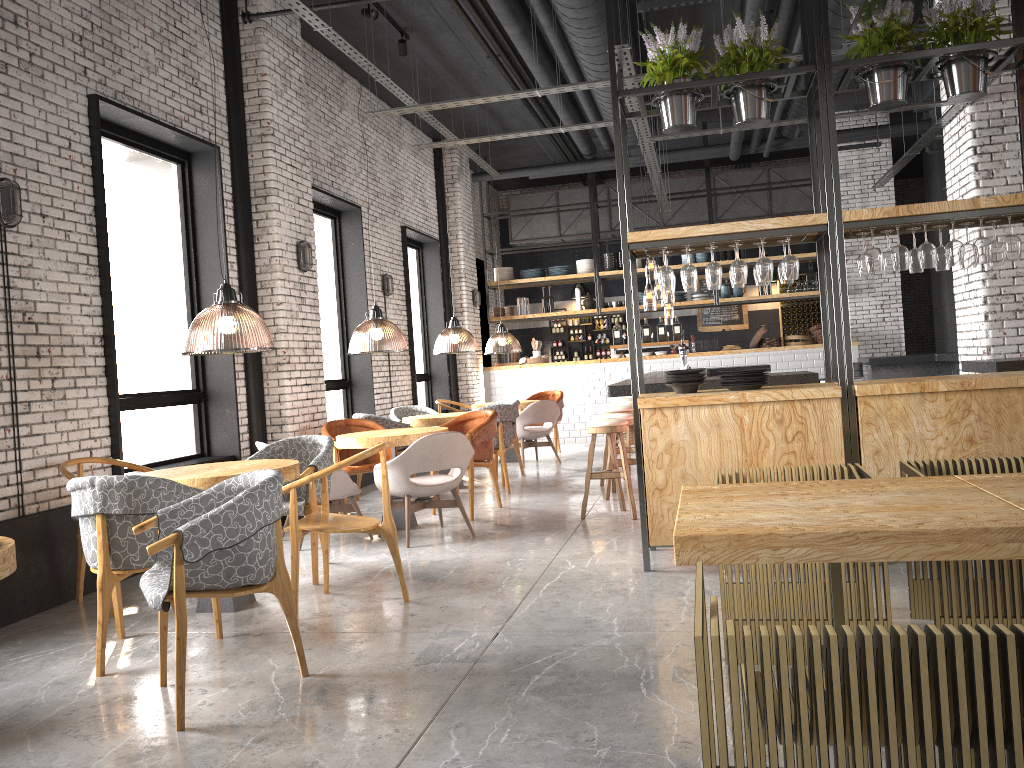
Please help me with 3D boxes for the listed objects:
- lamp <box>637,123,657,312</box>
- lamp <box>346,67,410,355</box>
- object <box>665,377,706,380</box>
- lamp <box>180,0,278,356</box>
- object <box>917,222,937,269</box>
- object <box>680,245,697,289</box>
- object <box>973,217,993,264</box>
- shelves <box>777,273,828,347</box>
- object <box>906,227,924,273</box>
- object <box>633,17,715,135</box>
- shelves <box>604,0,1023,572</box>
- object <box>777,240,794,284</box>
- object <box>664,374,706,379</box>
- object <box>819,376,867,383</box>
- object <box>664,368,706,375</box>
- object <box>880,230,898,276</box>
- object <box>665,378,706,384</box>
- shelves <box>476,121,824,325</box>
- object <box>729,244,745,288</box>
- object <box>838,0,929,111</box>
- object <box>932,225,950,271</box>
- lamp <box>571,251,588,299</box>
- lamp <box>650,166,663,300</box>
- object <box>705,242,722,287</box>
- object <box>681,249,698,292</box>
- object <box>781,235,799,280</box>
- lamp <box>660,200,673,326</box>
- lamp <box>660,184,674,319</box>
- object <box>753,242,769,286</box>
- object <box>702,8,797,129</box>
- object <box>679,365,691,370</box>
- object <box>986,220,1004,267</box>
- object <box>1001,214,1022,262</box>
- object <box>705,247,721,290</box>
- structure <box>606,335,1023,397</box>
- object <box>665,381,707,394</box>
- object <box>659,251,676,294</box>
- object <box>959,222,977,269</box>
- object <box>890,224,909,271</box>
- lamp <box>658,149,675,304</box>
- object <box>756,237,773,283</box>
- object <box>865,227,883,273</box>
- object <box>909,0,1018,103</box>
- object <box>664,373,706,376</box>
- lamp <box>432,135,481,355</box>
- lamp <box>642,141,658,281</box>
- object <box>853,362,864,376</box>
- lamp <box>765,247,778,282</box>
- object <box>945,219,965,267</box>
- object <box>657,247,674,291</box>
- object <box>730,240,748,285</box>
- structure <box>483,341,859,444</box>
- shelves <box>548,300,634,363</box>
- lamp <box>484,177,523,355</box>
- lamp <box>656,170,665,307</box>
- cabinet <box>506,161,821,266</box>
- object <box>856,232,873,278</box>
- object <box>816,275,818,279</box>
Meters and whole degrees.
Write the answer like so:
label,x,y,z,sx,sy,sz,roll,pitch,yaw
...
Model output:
label,x,y,z,sx,sy,sz,roll,pitch,yaw
lamp,1.086,-1.397,7.301,0.108,1.599,0.108,-4,0,44
lamp,-1.205,-1.461,7.441,0.537,2.406,0.536,-4,0,-36
object,1.082,-0.006,5.519,0.257,0.075,0.257,-3,1,38
lamp,-1.713,-1.382,5.128,0.537,2.406,0.536,-4,0,-36
object,2.375,-0.797,5.080,0.101,0.267,0.101,-4,0,26
object,1.068,-0.713,5.369,0.101,0.267,0.101,-4,0,-24
object,2.662,-0.816,5.017,0.101,0.267,0.101,-4,0,26
shelves,5.622,-1.030,17.003,0.889,2.148,0.251,-4,0,12
object,2.436,-0.807,5.360,0.101,0.267,0.101,-4,0,26
object,1.020,-1.858,5.512,0.416,0.559,0.467,-4,0,-37
shelves,2.459,-1.498,5.188,3.658,5.019,0.690,-4,0,12
object,1.703,-0.759,5.521,0.101,0.267,0.101,-4,0,43
object,1.081,-0.024,5.517,0.257,0.072,0.257,-4,1,-15
object,2.453,0.472,6.545,0.398,1.035,0.399,-4,0,-42
object,1.080,-0.054,5.518,0.257,0.076,0.257,-5,1,-40
object,2.292,-0.797,5.391,0.101,0.267,0.101,-4,0,26
object,1.082,0.001,5.518,0.257,0.075,0.257,-4,1,12
shelves,2.320,-2.742,14.695,5.675,3.067,0.597,-4,0,12
object,1.416,-0.741,5.585,0.101,0.267,0.101,-4,0,-24
object,2.227,-1.937,5.297,0.416,0.559,0.467,-4,0,-39
object,2.580,-0.816,5.328,0.101,0.267,0.101,-4,0,26
lamp,1.337,-2.206,17.854,0.390,0.937,0.390,-4,0,15
lamp,1.445,-1.653,8.997,0.108,1.599,0.108,-4,0,44
object,1.211,-0.722,5.337,0.101,0.267,0.101,-4,0,-24
object,1.129,-0.722,5.648,0.101,0.267,0.101,-4,0,-24
object,1.642,-0.750,5.242,0.101,0.267,0.101,-4,0,43
lamp,1.875,-1.519,10.892,0.108,1.599,0.108,-4,0,44
lamp,1.664,-1.511,9.666,0.108,1.599,0.108,-4,0,-6
object,1.560,-0.750,5.553,0.101,0.267,0.101,-4,0,-24
object,1.469,-1.889,5.497,0.467,0.559,0.416,-4,0,-11
object,1.957,-0.175,10.075,0.091,0.091,0.177,-4,1,-13
object,2.867,-0.835,5.265,0.101,0.267,0.101,-4,0,26
object,2.806,-0.825,4.985,0.101,0.267,0.101,-4,0,26
object,1.273,-0.731,5.616,0.101,0.267,0.101,-4,0,-24
structure,3.462,0.130,9.186,4.309,1.533,5.879,-4,1,12
object,1.084,0.025,5.518,0.257,0.067,0.257,-4,1,5
object,0.994,-0.713,5.678,0.101,0.267,0.101,-4,0,-24
object,2.723,-0.825,5.296,0.101,0.267,0.101,-4,0,26
object,2.231,-0.788,5.112,0.101,0.267,0.101,-4,0,26
lamp,1.435,-1.490,8.365,0.108,1.461,0.108,-4,0,-16
object,1.498,-0.740,5.274,0.101,0.267,0.101,-4,0,-24
object,2.096,-0.779,5.142,0.101,0.267,0.101,-4,0,26
object,2.657,-1.966,5.232,0.467,0.559,0.416,-4,0,-20
object,1.081,-0.028,5.518,0.257,0.072,0.257,-4,1,12
lamp,-0.696,-1.539,9.755,0.537,2.406,0.536,-4,0,-36
lamp,1.181,-1.712,7.828,0.108,1.599,0.108,-4,0,44
object,4.370,0.247,11.468,0.398,1.035,0.399,-4,0,-42
lamp,4.882,-2.436,17.037,0.390,0.937,0.390,-4,0,15
object,2.518,-0.807,5.049,0.101,0.267,0.101,-4,0,26
object,0.933,-0.704,5.398,0.101,0.267,0.101,-4,0,-24
object,1.355,-0.731,5.305,0.101,0.267,0.101,-4,0,-24
structure,2.552,0.193,14.609,5.798,1.346,1.511,-4,1,12
shelves,1.654,-0.879,17.925,1.760,1.482,0.157,-4,0,12
lamp,-0.199,-1.615,12.018,0.537,2.406,0.536,-4,0,-36
lamp,1.735,-1.698,10.317,0.108,1.599,0.108,-4,0,44
cabinet,2.880,-2.986,16.912,5.861,1.768,0.682,-4,0,12
object,2.158,-0.789,5.421,0.101,0.267,0.101,-4,0,26
object,5.819,-2.033,16.895,0.079,0.079,0.284,-4,1,13
